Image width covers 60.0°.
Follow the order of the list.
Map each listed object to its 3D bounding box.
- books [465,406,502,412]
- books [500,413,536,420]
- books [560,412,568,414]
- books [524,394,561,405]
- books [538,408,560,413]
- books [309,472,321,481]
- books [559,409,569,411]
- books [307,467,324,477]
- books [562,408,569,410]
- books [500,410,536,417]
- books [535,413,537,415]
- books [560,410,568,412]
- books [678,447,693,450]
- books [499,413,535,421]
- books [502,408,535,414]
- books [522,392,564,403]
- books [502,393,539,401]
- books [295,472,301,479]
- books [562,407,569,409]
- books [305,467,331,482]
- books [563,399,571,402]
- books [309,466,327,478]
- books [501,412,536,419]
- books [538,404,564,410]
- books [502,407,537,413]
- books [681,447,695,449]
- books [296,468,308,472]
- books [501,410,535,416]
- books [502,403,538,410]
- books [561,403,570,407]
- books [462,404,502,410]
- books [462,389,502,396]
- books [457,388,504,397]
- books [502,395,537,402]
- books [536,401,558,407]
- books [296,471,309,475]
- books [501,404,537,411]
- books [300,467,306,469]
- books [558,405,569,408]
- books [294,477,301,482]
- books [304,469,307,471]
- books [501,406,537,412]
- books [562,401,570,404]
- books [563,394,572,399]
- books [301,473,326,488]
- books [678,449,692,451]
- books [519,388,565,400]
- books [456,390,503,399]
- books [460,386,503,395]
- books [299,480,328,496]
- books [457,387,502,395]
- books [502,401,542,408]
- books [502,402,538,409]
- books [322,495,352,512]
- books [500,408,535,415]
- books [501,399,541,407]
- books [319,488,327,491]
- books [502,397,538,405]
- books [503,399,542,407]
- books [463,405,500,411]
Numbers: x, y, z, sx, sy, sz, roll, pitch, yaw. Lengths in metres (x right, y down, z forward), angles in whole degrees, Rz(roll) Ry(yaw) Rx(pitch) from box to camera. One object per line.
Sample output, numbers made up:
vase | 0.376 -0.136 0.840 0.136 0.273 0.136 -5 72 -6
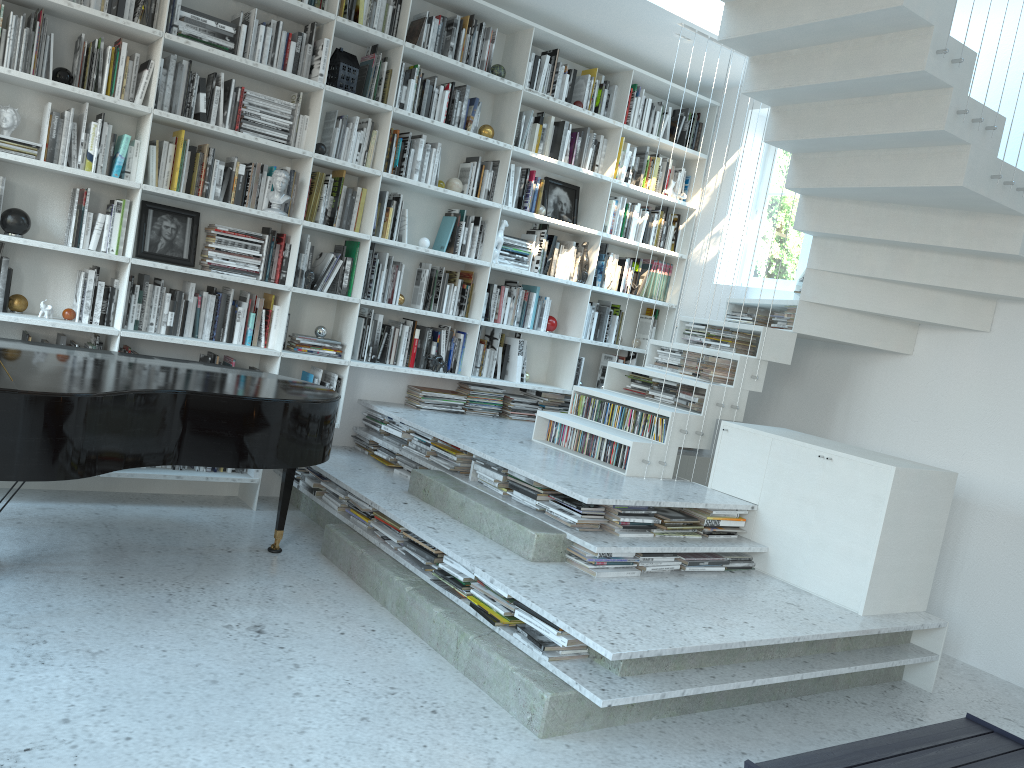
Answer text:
books | -0.228 0.158 5.969 0.285 0.007 0.159 8 5 -31
books | 0.064 0.222 6.190 0.328 0.008 0.207 8 5 -33
books | 0.394 0.197 6.410 0.315 0.009 0.199 8 5 -32
books | 0.216 0.109 6.226 0.165 0.015 0.242 8 5 -33
books | 0.210 0.167 6.235 0.165 0.014 0.235 8 5 -36
books | -1.032 0.527 4.989 0.143 0.019 0.230 8 5 -35
books | 0.399 0.181 6.406 0.315 0.009 0.199 8 5 -31
books | -1.030 0.506 4.986 0.126 0.005 0.290 7 6 -41
books | 0.397 0.171 6.410 0.315 0.009 0.199 7 6 -39
books | 0.062 0.205 6.195 0.328 0.008 0.207 8 5 -36
books | 0.194 0.206 6.232 0.183 0.012 0.205 7 5 -37
books | 0.394 0.188 6.411 0.354 0.009 0.197 8 5 -33
books | 1.165 0.438 6.156 0.190 0.011 0.090 7 5 -38
books | 0.064 0.230 6.188 0.328 0.008 0.207 7 6 -40
books | 0.069 0.184 6.189 0.328 0.008 0.207 8 5 -34
books | 0.219 0.091 6.224 0.159 0.012 0.284 7 6 -40
books | 0.086 0.094 6.180 0.368 0.007 0.205 8 5 -34
books | -1.224 0.522 5.217 0.179 0.012 0.261 8 5 -33
books | 0.399 0.163 6.409 0.354 0.009 0.197 7 6 -39
books | -1.039 0.512 4.981 0.160 0.009 0.291 8 5 -34
books | 0.409 0.108 6.407 0.354 0.017 0.197 8 5 -34
books | -1.024 0.497 4.988 0.135 0.014 0.297 8 5 -35
books | 0.062 0.213 6.194 0.368 0.007 0.205 8 5 -35
books | 0.212 0.140 6.230 0.169 0.010 0.282 7 5 -37
books | 0.071 0.176 6.188 0.328 0.008 0.207 7 5 -38
books | 1.149 0.424 6.180 0.243 0.008 0.147 7 6 -39
books | -1.217 0.488 5.214 0.188 0.009 0.210 7 5 -37
books | 0.065 0.198 6.192 0.328 0.008 0.207 7 5 -37
books | 0.076 0.155 6.183 0.368 0.007 0.205 8 5 -33
books | 0.408 0.144 6.403 0.354 0.017 0.197 8 5 -31
books | -0.229 0.143 5.973 0.285 0.007 0.159 8 5 -34
books | -0.210 0.054 5.961 0.254 0.006 0.160 8 5 -32
books | -0.213 0.058 5.960 0.285 0.005 0.159 7 6 -40
books | 0.090 0.103 6.173 0.368 0.007 0.205 7 6 -41
books | 0.208 0.125 6.224 0.173 0.019 0.196 8 5 -31
books | -1.221 0.498 5.214 0.177 0.012 0.278 7 6 -40
books | 0.072 0.161 6.189 0.328 0.008 0.207 8 5 -35
books | -1.219 0.463 5.207 0.191 0.013 0.243 7 6 -40
books | 0.399 0.154 6.411 0.354 0.009 0.197 7 5 -38
books | -1.219 0.546 5.225 0.172 0.016 0.240 8 5 -36
books | -1.196 0.479 5.227 0.136 0.013 0.257 7 5 -38
books | 0.070 0.169 6.190 0.368 0.007 0.205 8 5 -35
books | 0.409 0.126 6.405 0.315 0.018 0.199 7 6 -40
books | 0.409 0.090 6.411 0.354 0.017 0.197 8 5 -36
books | -1.060 0.546 4.974 0.191 0.028 0.212 8 5 -32
books | 1.149 0.449 6.175 0.231 0.020 0.142 8 5 -36
books | 0.212 0.062 6.213 0.205 0.036 0.266 8 5 -35
books | -0.219 0.068 5.967 0.285 0.005 0.159 7 5 -37
books | -0.207 0.043 5.959 0.254 0.006 0.160 7 6 -41
books | -1.061 0.587 4.982 0.189 0.030 0.237 8 5 -36
books | -0.210 0.048 5.963 0.285 0.005 0.159 7 6 -39
books | 0.077 0.139 6.184 0.328 0.008 0.207 8 5 -34
books | 0.078 0.147 6.183 0.328 0.008 0.207 7 6 -39
books | -0.889 0.640 4.733 0.177 0.026 0.230 8 5 -33
books | 0.070 0.192 6.187 0.368 0.007 0.205 7 6 -39
books | 0.077 0.132 6.186 0.368 0.007 0.205 7 5 -37
books | -1.047 0.568 4.988 0.147 0.012 0.206 7 6 -41
books | 0.082 0.116 6.182 0.328 0.008 0.207 8 5 -34
books | 0.085 0.126 6.176 0.328 0.008 0.207 8 5 -31
books | -0.228 0.151 5.970 0.254 0.007 0.160 7 6 -40
